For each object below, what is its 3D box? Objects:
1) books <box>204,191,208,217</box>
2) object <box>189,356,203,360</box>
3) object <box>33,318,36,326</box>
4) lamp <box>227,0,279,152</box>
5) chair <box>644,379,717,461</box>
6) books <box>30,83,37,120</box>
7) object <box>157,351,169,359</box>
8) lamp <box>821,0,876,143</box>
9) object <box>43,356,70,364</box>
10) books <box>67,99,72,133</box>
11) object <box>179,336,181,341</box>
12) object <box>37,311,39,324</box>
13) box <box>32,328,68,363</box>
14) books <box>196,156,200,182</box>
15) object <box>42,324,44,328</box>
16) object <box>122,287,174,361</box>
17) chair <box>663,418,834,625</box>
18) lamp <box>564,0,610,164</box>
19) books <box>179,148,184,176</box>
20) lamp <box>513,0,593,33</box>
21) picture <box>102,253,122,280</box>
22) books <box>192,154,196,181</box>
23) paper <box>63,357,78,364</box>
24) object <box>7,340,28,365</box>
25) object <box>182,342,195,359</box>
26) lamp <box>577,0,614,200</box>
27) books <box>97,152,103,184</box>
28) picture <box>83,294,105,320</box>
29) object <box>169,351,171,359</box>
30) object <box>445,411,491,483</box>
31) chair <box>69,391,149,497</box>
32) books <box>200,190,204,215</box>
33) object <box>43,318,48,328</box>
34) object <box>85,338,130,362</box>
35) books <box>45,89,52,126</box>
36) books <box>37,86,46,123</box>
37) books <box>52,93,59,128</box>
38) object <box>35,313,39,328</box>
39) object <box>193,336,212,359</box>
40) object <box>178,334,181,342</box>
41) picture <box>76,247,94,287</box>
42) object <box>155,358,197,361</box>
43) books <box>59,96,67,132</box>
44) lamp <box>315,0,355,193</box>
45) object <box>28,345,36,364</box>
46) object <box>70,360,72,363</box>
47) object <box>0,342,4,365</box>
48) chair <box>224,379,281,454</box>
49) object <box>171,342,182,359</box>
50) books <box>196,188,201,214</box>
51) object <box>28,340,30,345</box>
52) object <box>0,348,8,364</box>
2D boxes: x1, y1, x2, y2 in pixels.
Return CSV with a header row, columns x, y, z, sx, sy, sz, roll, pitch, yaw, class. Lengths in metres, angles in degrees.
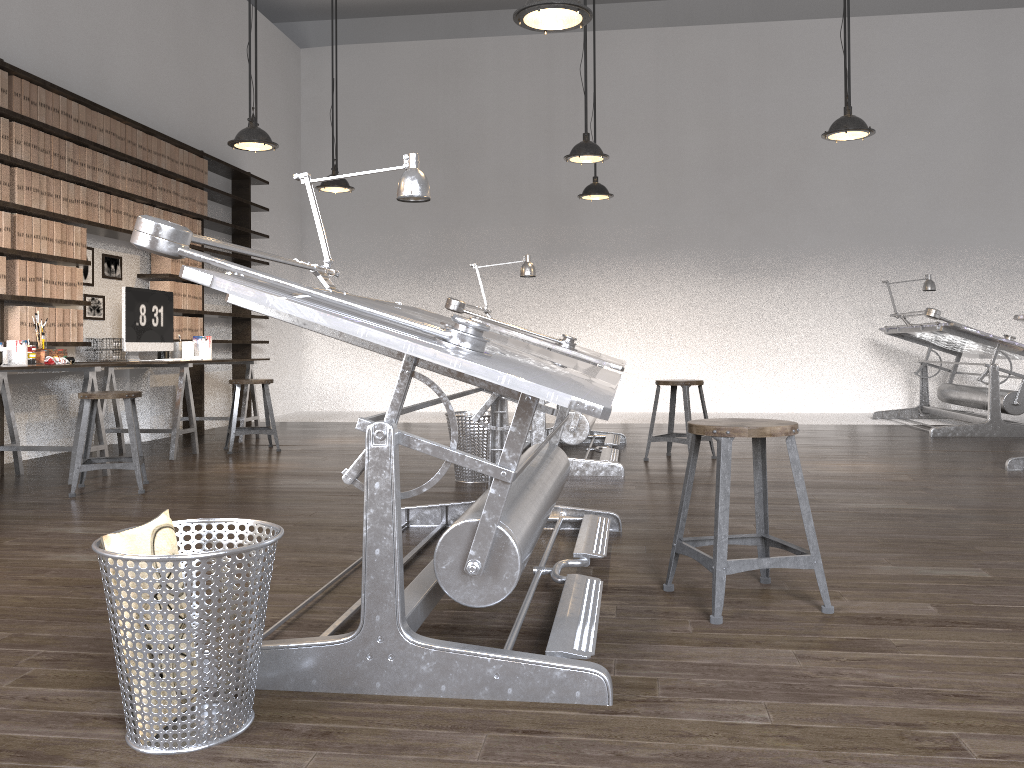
x,y,z,sx,sy,sz,roll,pitch,yaw,class
-2.738,-1.557,7.684,0.174,0.225,0.066,0,0,8,books
-2.371,-0.193,6.645,0.106,0.028,0.059,0,2,4,object
-2.811,-0.301,5.247,0.053,0.182,0.006,0,-1,-40,object
-1.638,-2.623,5.593,0.312,2.254,0.311,-1,-1,32,lamp
1.095,0.240,5.778,0.358,0.528,0.372,0,0,36,chair
-3.041,-1.741,5.486,0.174,0.226,0.066,0,0,8,books
-2.669,-0.249,6.779,0.092,0.142,0.096,0,0,-13,object
2.044,-2.634,5.417,0.312,2.267,0.311,-1,-1,32,lamp
-2.624,-0.138,5.111,0.132,0.050,0.197,-1,2,-22,object
-2.993,-1.756,5.829,0.174,0.225,0.066,0,0,8,books
-2.602,-0.292,6.999,0.055,0.180,0.007,0,-1,-11,object
-2.811,-0.321,5.259,0.020,0.228,0.007,-1,-1,39,object
-2.779,-0.228,5.281,0.137,0.207,0.212,0,1,8,box
-2.760,-1.829,7.557,0.174,0.226,0.066,0,0,8,books
-2.796,-0.282,5.263,0.033,0.148,0.005,0,-1,-39,object
-2.649,-0.423,6.387,0.204,0.518,0.643,0,1,8,object
0.670,0.375,2.574,0.372,0.528,0.358,0,0,-14,chair
0.500,-2.656,6.043,0.312,2.254,0.311,-1,-1,32,lamp
-2.796,-1.817,7.276,0.174,0.226,0.066,0,0,8,books
0.151,-2.547,3.463,0.312,2.254,0.310,-1,-1,28,lamp
-3.033,-0.885,6.708,0.023,0.183,0.251,0,1,8,picture
-2.769,-1.826,7.482,0.174,0.225,0.066,0,0,8,books
-2.628,-0.140,5.244,0.137,0.038,0.155,0,2,22,paper
-2.823,-0.179,5.053,0.104,0.142,0.105,0,0,15,object
-2.502,-0.256,6.846,0.094,0.144,0.094,0,0,34,object
0.707,-2.721,7.584,0.313,2.254,0.310,0,-1,-13,lamp
-2.944,-1.492,6.161,0.174,0.225,0.066,0,0,8,books
-3.061,-0.561,6.481,0.023,0.183,0.251,0,1,8,picture
-2.690,-0.258,6.938,0.094,0.144,0.094,0,0,25,object
-0.198,0.350,4.947,0.353,0.378,0.353,0,1,29,object
-2.126,0.307,4.691,0.358,0.528,0.372,-1,0,-19,chair
-2.748,-1.555,7.622,0.174,0.225,0.066,0,0,8,books
-2.794,-0.301,5.255,0.071,0.186,0.008,0,-1,-40,object
-2.756,-0.231,6.038,0.203,0.161,0.284,0,2,0,object
-3.021,-1.747,5.626,0.174,0.226,0.066,0,0,8,books
-3.027,-1.744,5.556,0.174,0.226,0.066,0,0,8,books
-3.012,-1.750,5.697,0.174,0.226,0.066,0,0,8,books
-2.799,-0.312,5.238,0.007,0.214,0.055,-1,0,14,object
-2.450,-0.282,7.010,0.145,0.196,0.144,-1,0,-20,object
-2.616,-0.292,7.004,0.045,0.204,0.007,0,-1,-12,object
-3.079,-0.850,6.377,0.022,0.284,0.201,0,0,7,picture
-2.399,-0.172,6.335,0.118,0.017,0.439,0,2,3,object
-2.997,-1.753,5.763,0.174,0.226,0.067,0,0,8,books
-1.430,-2.688,7.133,0.312,2.254,0.311,-1,-1,32,lamp
-2.775,-0.169,5.113,0.049,0.112,0.049,0,0,11,object
-2.600,-0.131,5.218,0.011,0.017,0.171,-1,2,-24,object
-2.935,-0.171,5.020,0.094,0.128,0.095,0,0,4,object
-1.910,0.231,6.490,0.372,0.528,0.358,-1,0,-24,chair
-2.601,-0.256,6.887,0.096,0.143,0.097,0,0,25,object
-2.753,-1.552,7.556,0.174,0.226,0.067,0,0,8,books
-2.824,-0.192,5.163,0.005,0.130,0.040,0,0,6,object
-2.851,-0.156,4.945,0.062,0.094,0.062,-1,0,-32,object
